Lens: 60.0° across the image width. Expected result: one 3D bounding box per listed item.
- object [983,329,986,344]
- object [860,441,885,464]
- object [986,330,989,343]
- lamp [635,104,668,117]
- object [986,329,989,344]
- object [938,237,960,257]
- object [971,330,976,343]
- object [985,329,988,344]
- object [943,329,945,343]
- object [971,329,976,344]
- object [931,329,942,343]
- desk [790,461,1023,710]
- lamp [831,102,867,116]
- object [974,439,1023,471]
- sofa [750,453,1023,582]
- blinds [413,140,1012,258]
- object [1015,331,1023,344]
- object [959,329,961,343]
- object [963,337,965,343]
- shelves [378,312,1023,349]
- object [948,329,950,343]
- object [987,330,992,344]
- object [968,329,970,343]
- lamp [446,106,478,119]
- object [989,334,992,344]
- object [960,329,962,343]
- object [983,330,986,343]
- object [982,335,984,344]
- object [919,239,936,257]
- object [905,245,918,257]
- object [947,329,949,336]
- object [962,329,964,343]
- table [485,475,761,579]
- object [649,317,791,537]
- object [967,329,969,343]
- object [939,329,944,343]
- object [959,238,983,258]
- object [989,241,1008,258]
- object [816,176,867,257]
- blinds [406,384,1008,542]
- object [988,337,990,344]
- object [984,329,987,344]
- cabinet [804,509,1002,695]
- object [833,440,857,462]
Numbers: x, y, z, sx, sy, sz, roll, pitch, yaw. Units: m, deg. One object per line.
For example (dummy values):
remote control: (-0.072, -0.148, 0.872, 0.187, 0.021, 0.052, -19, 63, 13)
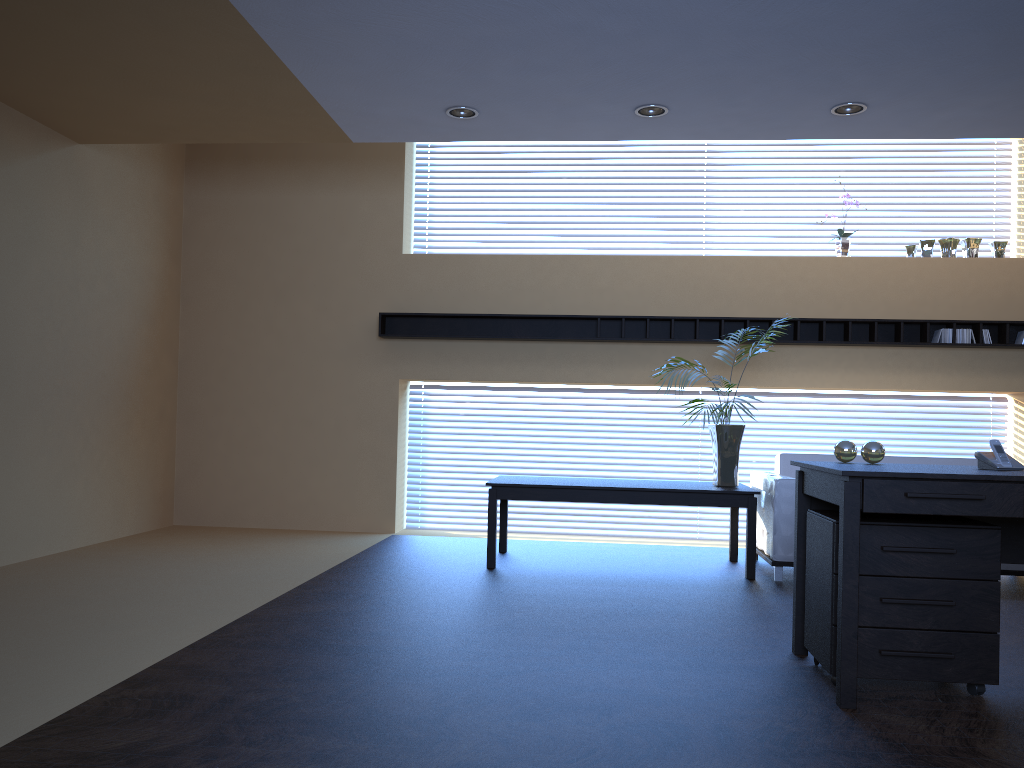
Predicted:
object: (3.932, -0.392, 7.441, 0.030, 0.120, 0.142, 1, -2, 5)
object: (1.649, 0.311, 4.051, 0.105, 0.105, 0.105, 1, -2, 25)
object: (3.964, -0.391, 7.442, 0.026, 0.117, 0.140, 1, -2, 5)
lamp: (0.881, -1.766, 5.594, 0.208, 0.096, 0.209, 2, -2, -24)
object: (3.963, -0.391, 7.444, 0.030, 0.120, 0.142, 1, -2, 5)
object: (3.776, -1.164, 7.666, 0.144, 0.173, 0.137, 2, -2, -34)
object: (3.849, -0.393, 7.452, 0.040, 0.118, 0.142, 1, -2, 6)
object: (3.953, -0.392, 7.442, 0.030, 0.120, 0.142, 1, -2, 6)
object: (3.616, -0.399, 7.472, 0.009, 0.120, 0.142, 1, -2, 6)
object: (3.849, -0.392, 7.455, 0.041, 0.122, 0.142, 1, -2, 5)
object: (3.582, -0.398, 7.478, 0.040, 0.118, 0.142, 1, -2, 5)
desk: (2.202, 0.806, 3.636, 1.894, 0.890, 0.914, 1, -2, 6)
lamp: (2.082, -1.741, 5.475, 0.208, 0.096, 0.209, 2, -2, -24)
object: (2.054, 0.297, 3.733, 0.130, 0.126, 0.146, 2, -2, -9)
sofa: (2.835, 0.955, 6.394, 2.056, 0.848, 1.015, 1, -2, 6)
blinds: (1.762, -1.833, 8.161, 5.391, 1.460, 0.039, 1, -1, 6)
object: (4.252, -0.384, 7.411, 0.040, 0.118, 0.142, 1, -2, 5)
object: (3.743, -0.396, 7.467, 0.009, 0.120, 0.142, 1, -2, 5)
object: (3.774, -0.396, 7.458, 0.009, 0.120, 0.142, 1, -2, 6)
shelves: (2.072, -0.477, 7.112, 6.621, 0.213, 1.250, 1, -2, 6)
object: (3.658, -0.398, 7.477, 0.009, 0.120, 0.142, 1, -2, 5)
object: (3.978, -0.390, 7.439, 0.040, 0.118, 0.142, 1, -2, 6)
object: (3.815, -0.395, 7.457, 0.009, 0.120, 0.142, 1, -2, 5)
lamp: (-0.320, -1.791, 5.712, 0.209, 0.096, 0.208, 1, -2, 6)
object: (3.978, -0.390, 7.438, 0.036, 0.116, 0.140, 1, -2, 6)
object: (3.753, -0.396, 7.457, 0.009, 0.120, 0.142, 1, -2, 6)
object: (3.932, -0.392, 7.438, 0.026, 0.117, 0.140, 1, -2, 6)
object: (3.932, -0.392, 7.444, 0.030, 0.124, 0.142, 1, -2, 6)
object: (3.597, -1.161, 7.681, 0.133, 0.159, 0.126, 1, -2, 26)
object: (3.466, -1.141, 7.694, 0.089, 0.113, 0.094, 0, -2, 41)
object: (3.647, -0.398, 7.474, 0.009, 0.120, 0.142, 1, -2, 5)
object: (3.763, -0.396, 7.455, 0.009, 0.120, 0.142, 1, -2, 6)
table: (0.793, 1.037, 6.588, 1.894, 0.602, 0.898, 1, -2, 6)
object: (1.786, 0.452, 7.046, 1.040, 1.859, 1.897, 1, -2, 26)
object: (3.804, -0.395, 7.453, 0.009, 0.120, 0.142, 1, -2, 6)
object: (3.606, -0.399, 7.474, 0.009, 0.120, 0.142, 1, -2, 6)
object: (3.954, -1.161, 7.646, 0.144, 0.173, 0.137, 2, -1, -4)
object: (4.180, -1.144, 7.623, 0.124, 0.149, 0.118, 1, -1, 6)
object: (2.938, -1.443, 7.754, 0.437, 0.695, 0.352, 2, -1, -15)
blinds: (1.698, 0.742, 8.122, 5.391, 1.367, 0.047, 1, -1, 6)
object: (3.978, -0.390, 7.443, 0.041, 0.122, 0.142, 1, -2, 6)
object: (3.942, -0.392, 7.440, 0.030, 0.120, 0.142, 1, -2, 6)
cabinet: (1.611, 0.899, 3.706, 0.634, 0.679, 0.500, 1, -1, 6)
object: (1.546, 0.311, 4.112, 0.105, 0.105, 0.105, 1, -2, 25)
